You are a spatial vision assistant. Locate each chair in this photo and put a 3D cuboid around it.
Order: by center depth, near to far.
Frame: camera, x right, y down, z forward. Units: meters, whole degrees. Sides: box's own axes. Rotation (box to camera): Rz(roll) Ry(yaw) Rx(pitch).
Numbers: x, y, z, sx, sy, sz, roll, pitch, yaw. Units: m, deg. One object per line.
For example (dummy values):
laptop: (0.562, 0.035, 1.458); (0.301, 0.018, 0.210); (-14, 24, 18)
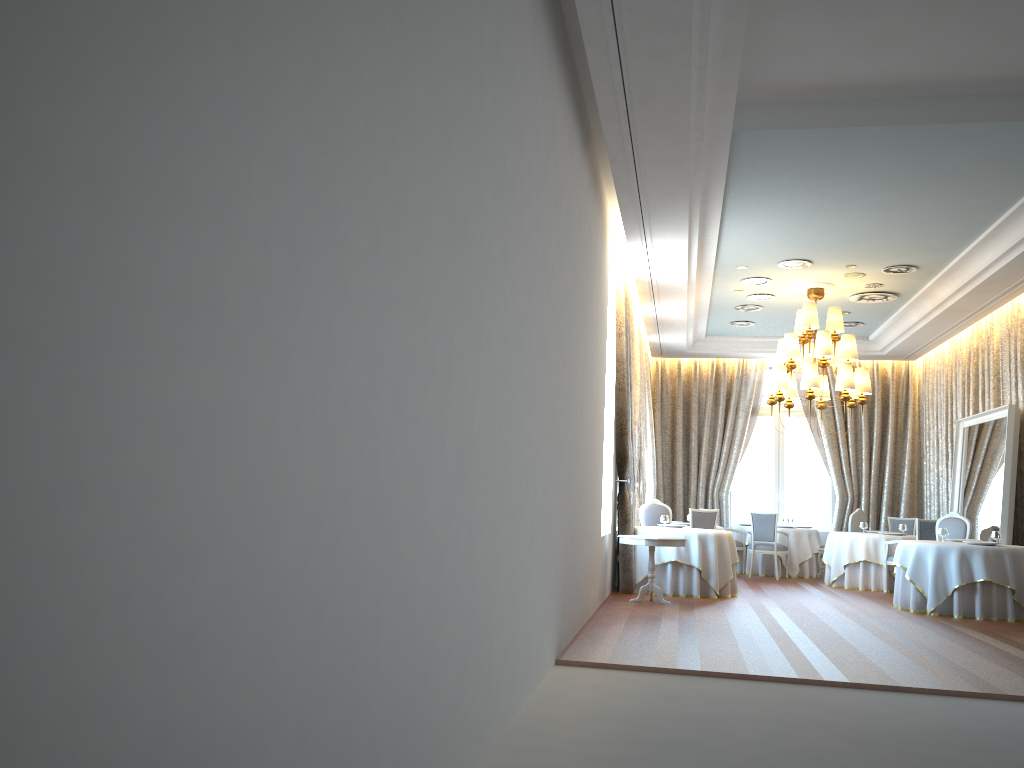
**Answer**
chair: (5.720, 2.313, 11.846); (0.690, 1.233, 0.563); (6, -8, -29)
chair: (2.193, 2.292, 12.877); (0.563, 1.233, 0.690); (4, -8, -14)
chair: (5.917, 2.526, 13.000); (0.650, 1.108, 0.629); (5, -8, -19)
chair: (2.795, 2.458, 13.522); (0.650, 1.108, 0.629); (4, -8, -14)
chair: (4.295, 2.707, 14.953); (0.650, 1.108, 0.629); (-1, -8, 26)
chair: (6.593, 2.818, 15.044); (0.650, 1.108, 0.629); (-2, -9, 31)
chair: (5.739, 2.769, 15.390); (0.563, 1.233, 0.690); (8, -9, -38)
chair: (3.738, 2.792, 15.804); (0.629, 1.108, 0.650); (6, -8, -24)

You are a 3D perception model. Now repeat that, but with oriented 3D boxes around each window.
window: (5.286, 1.203, 17.524); (1.881, 3.306, 0.196); (1, -7, 11)

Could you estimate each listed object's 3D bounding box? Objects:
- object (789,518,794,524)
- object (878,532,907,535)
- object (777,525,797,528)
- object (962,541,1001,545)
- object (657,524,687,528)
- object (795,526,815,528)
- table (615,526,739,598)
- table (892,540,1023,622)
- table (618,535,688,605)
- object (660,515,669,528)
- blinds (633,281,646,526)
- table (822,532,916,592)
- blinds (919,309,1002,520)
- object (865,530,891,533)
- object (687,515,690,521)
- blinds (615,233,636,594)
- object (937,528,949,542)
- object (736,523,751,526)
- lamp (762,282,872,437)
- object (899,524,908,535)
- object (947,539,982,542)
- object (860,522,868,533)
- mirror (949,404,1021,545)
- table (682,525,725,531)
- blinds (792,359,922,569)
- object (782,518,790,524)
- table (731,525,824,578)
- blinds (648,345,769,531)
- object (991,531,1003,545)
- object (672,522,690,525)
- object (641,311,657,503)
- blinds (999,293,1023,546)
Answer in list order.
object: (5.123, 2.552, 16.337); (0.128, 0.165, 0.128); (1, -7, 11)
object: (5.853, 2.303, 13.643); (0.419, 0.036, 0.419); (1, -7, 10)
object: (4.813, 2.513, 15.633); (0.419, 0.036, 0.419); (1, -7, 10)
object: (5.581, 1.892, 10.532); (0.419, 0.036, 0.419); (1, -7, 10)
object: (2.258, 1.999, 12.492); (0.419, 0.036, 0.419); (1, -7, 10)
object: (5.255, 2.583, 16.030); (0.419, 0.036, 0.419); (1, -7, 10)
table: (2.230, 2.406, 12.021); (1.663, 0.890, 1.667); (2, -7, 0)
table: (5.589, 2.410, 10.921); (1.663, 0.890, 1.667); (2, -7, 0)
table: (1.665, 2.224, 10.554); (0.761, 0.801, 0.760); (8, -9, -39)
object: (2.104, 1.892, 12.215); (0.128, 0.165, 0.128); (3, -7, -7)
blinds: (2.065, 0.704, 14.461); (0.335, 4.969, 2.257); (1, -7, 11)
table: (5.788, 2.811, 13.978); (1.663, 0.890, 1.667); (-1, -8, 25)
blinds: (7.281, 0.927, 14.570); (0.238, 4.819, 4.439); (1, -7, 11)
object: (5.968, 2.411, 14.447); (0.419, 0.036, 0.419); (1, -7, 10)
object: (2.921, 2.219, 14.485); (0.128, 0.165, 0.128); (1, -7, 11)
blinds: (1.585, 0.376, 12.072); (0.315, 4.930, 2.204); (1, -7, 11)
object: (5.478, 1.917, 11.270); (0.128, 0.165, 0.128); (-4, -10, 41)
object: (4.269, 2.541, 16.033); (0.419, 0.036, 0.419); (1, -7, 10)
lamp: (4.280, -0.343, 12.492); (1.373, 2.121, 1.373); (9, -10, -41)
object: (6.113, 2.277, 13.860); (0.128, 0.165, 0.128); (1, -7, 11)
object: (5.793, 2.008, 11.371); (0.419, 0.036, 0.419); (1, -7, 10)
object: (5.689, 2.320, 14.335); (0.128, 0.165, 0.128); (1, -7, 11)
mirror: (6.517, 1.679, 12.351); (0.385, 2.564, 2.251); (1, -7, 11)
table: (2.728, 2.757, 14.589); (1.667, 0.890, 1.663); (2, -7, 5)
blinds: (6.575, 1.207, 16.851); (2.476, 4.901, 0.386); (1, -7, 11)
object: (4.927, 2.494, 15.945); (0.128, 0.165, 0.128); (1, -7, 11)
table: (4.760, 3.029, 16.022); (1.667, 0.890, 1.663); (-2, -8, 30)
blinds: (3.753, 1.155, 17.402); (2.535, 4.901, 0.386); (1, -7, 11)
object: (5.865, 1.864, 10.722); (0.128, 0.165, 0.128); (1, -7, 11)
object: (2.723, 2.237, 14.184); (0.419, 0.036, 0.419); (1, -7, 10)
object: (2.532, 1.042, 16.573); (0.386, 4.901, 2.121); (1, -7, 11)
blinds: (6.468, 0.345, 10.314); (0.238, 4.819, 4.439); (1, -7, 11)
